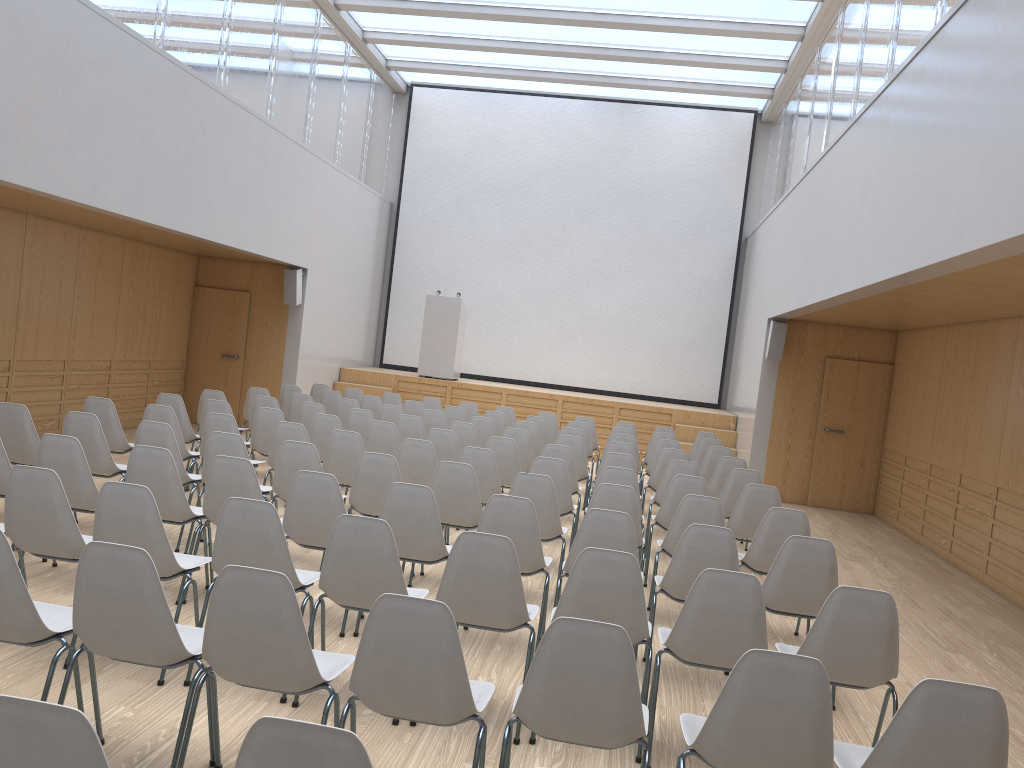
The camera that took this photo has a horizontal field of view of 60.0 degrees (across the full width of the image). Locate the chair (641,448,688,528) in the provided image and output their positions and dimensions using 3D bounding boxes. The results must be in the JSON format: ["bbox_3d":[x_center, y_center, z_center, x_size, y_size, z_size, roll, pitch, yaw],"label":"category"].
[{"bbox_3d":[1.547,1.053,8.804,0.479,0.876,0.505,7,2,8],"label":"chair"}]

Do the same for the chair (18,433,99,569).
[{"bbox_3d":[-2.553,0.714,5.248,0.479,0.876,0.505,7,2,8],"label":"chair"}]

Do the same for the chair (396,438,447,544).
[{"bbox_3d":[-0.738,0.854,7.082,0.479,0.876,0.505,7,2,8],"label":"chair"}]

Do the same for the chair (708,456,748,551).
[{"bbox_3d":[2.087,1.122,8.663,0.479,0.876,0.505,7,2,8],"label":"chair"}]

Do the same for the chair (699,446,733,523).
[{"bbox_3d":[2.207,1.095,9.696,0.479,0.876,0.505,7,2,8],"label":"chair"}]

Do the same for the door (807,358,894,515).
[{"bbox_3d":[4.544,0.703,11.897,0.873,2.025,0.108,7,2,8],"label":"door"}]

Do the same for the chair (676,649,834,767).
[{"bbox_3d":[0.767,1.199,2.809,0.479,0.876,0.505,7,2,8],"label":"chair"}]

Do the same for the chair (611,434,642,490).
[{"bbox_3d":[1.207,0.973,9.830,0.479,0.876,0.505,7,2,8],"label":"chair"}]

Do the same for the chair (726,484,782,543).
[{"bbox_3d":[1.818,1.166,6.751,0.479,0.876,0.505,7,2,8],"label":"chair"}]

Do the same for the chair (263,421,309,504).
[{"bbox_3d":[-1.753,0.730,7.228,0.479,0.876,0.505,7,2,8],"label":"chair"}]

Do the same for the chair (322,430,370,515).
[{"bbox_3d":[-1.293,0.789,7.097,0.479,0.876,0.505,7,2,8],"label":"chair"}]

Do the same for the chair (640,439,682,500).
[{"bbox_3d":[1.677,1.029,9.795,0.479,0.876,0.505,7,2,8],"label":"chair"}]

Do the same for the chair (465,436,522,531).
[{"bbox_3d":[-0.100,0.893,7.987,0.479,0.876,0.505,7,2,8],"label":"chair"}]

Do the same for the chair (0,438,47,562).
[{"bbox_3d":[-3.097,0.645,5.380,0.479,0.876,0.505,7,2,8],"label":"chair"}]

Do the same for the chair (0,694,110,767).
[{"bbox_3d":[-0.930,1.034,1.964,0.479,0.876,0.505,7,2,8],"label":"chair"}]

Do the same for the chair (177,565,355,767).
[{"bbox_3d":[-0.819,1.004,3.041,0.479,0.876,0.505,7,2,8],"label":"chair"}]

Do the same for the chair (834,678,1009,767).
[{"bbox_3d":[1.231,1.257,2.726,0.479,0.876,0.505,7,2,8],"label":"chair"}]

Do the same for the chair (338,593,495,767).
[{"bbox_3d":[-0.311,1.068,2.932,0.479,0.876,0.505,7,2,8],"label":"chair"}]

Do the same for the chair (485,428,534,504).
[{"bbox_3d":[0.029,0.868,9.007,0.479,0.876,0.505,7,2,8],"label":"chair"}]

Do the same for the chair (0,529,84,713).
[{"bbox_3d":[-1.793,0.885,3.189,0.479,0.876,0.505,7,2,8],"label":"chair"}]

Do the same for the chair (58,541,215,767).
[{"bbox_3d":[-1.291,0.946,3.132,0.479,0.876,0.505,7,2,8],"label":"chair"}]

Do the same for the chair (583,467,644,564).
[{"bbox_3d":[0.778,1.043,6.779,0.479,0.876,0.505,7,2,8],"label":"chair"}]

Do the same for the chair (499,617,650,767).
[{"bbox_3d":[0.217,1.131,2.902,0.479,0.876,0.505,7,2,8],"label":"chair"}]

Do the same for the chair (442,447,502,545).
[{"bbox_3d":[-0.271,0.912,7.001,0.479,0.876,0.505,7,2,8],"label":"chair"}]

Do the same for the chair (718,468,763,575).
[{"bbox_3d":[1.956,1.144,7.712,0.479,0.876,0.505,7,2,8],"label":"chair"}]

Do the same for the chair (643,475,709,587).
[{"bbox_3d":[1.297,1.104,6.792,0.479,0.876,0.505,7,2,8],"label":"chair"}]

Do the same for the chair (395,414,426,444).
[{"bbox_3d":[-1.029,0.740,9.100,0.479,0.876,0.505,7,2,8],"label":"chair"}]

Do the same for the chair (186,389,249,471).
[{"bbox_3d":[-3.075,0.491,9.352,0.479,0.876,0.505,7,2,8],"label":"chair"}]

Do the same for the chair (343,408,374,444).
[{"bbox_3d":[-1.530,0.680,9.146,0.479,0.876,0.505,7,2,8],"label":"chair"}]

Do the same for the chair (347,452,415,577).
[{"bbox_3d":[-0.882,0.879,6.034,0.479,0.876,0.505,7,2,8],"label":"chair"}]

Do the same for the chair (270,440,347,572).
[{"bbox_3d":[-1.426,0.811,6.147,0.479,0.876,0.505,7,2,8],"label":"chair"}]

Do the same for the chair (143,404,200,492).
[{"bbox_3d":[-2.832,0.598,7.362,0.479,0.876,0.505,7,2,8],"label":"chair"}]

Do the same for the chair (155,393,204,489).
[{"bbox_3d":[-3.161,0.518,8.424,0.479,0.876,0.505,7,2,8],"label":"chair"}]

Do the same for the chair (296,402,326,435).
[{"bbox_3d":[-2.041,0.616,9.255,0.479,0.876,0.505,7,2,8],"label":"chair"}]

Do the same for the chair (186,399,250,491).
[{"bbox_3d":[-2.695,0.576,8.334,0.479,0.876,0.505,7,2,8],"label":"chair"}]

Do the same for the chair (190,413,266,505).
[{"bbox_3d":[-2.316,0.662,7.275,0.479,0.876,0.505,7,2,8],"label":"chair"}]

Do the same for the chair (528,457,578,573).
[{"bbox_3d":[0.270,0.980,6.888,0.479,0.876,0.505,7,2,8],"label":"chair"}]

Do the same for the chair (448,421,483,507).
[{"bbox_3d":[-0.502,0.806,9.008,0.479,0.876,0.505,7,2,8],"label":"chair"}]

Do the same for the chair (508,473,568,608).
[{"bbox_3d":[0.130,1.002,5.920,0.479,0.876,0.505,7,2,8],"label":"chair"}]

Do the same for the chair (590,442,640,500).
[{"bbox_3d":[1.039,0.993,8.824,0.479,0.876,0.505,7,2,8],"label":"chair"}]

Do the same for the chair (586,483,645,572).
[{"bbox_3d":[0.648,1.064,5.870,0.479,0.876,0.505,7,2,8],"label":"chair"}]

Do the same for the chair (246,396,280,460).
[{"bbox_3d":[-2.531,0.555,9.339,0.479,0.876,0.505,7,2,8],"label":"chair"}]

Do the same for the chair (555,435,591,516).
[{"bbox_3d":[0.556,0.933,8.908,0.479,0.876,0.505,7,2,8],"label":"chair"}]

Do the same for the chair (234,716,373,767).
[{"bbox_3d":[-0.417,1.092,2.007,0.479,0.876,0.505,7,2,8],"label":"chair"}]

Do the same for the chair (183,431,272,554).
[{"bbox_3d":[-1.917,0.752,6.172,0.479,0.876,0.505,7,2,8],"label":"chair"}]

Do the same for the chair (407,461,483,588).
[{"bbox_3d":[-0.380,0.937,6.036,0.479,0.876,0.505,7,2,8],"label":"chair"}]

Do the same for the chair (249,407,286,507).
[{"bbox_3d":[-2.175,0.643,8.182,0.479,0.876,0.505,7,2,8],"label":"chair"}]

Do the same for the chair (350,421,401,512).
[{"bbox_3d":[-1.161,0.762,8.157,0.479,0.876,0.505,7,2,8],"label":"chair"}]

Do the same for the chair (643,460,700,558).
[{"bbox_3d":[1.448,1.081,7.799,0.479,0.876,0.505,7,2,8],"label":"chair"}]

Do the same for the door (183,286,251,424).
[{"bbox_3d":[-4.396,-0.389,13.091,0.873,2.025,0.108,7,2,8],"label":"door"}]

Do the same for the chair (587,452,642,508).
[{"bbox_3d":[0.909,1.018,7.812,0.479,0.876,0.505,7,2,8],"label":"chair"}]

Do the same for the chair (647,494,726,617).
[{"bbox_3d":[1.181,1.129,5.817,0.479,0.876,0.505,7,2,8],"label":"chair"}]

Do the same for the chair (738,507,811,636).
[{"bbox_3d":[1.676,1.191,5.692,0.479,0.876,0.505,7,2,8],"label":"chair"}]

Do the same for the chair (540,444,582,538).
[{"bbox_3d":[0.385,0.953,7.902,0.479,0.876,0.505,7,2,8],"label":"chair"}]

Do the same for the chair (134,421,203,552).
[{"bbox_3d":[-2.443,0.686,6.301,0.479,0.876,0.505,7,2,8],"label":"chair"}]

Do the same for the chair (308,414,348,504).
[{"bbox_3d":[-1.673,0.701,8.197,0.479,0.876,0.505,7,2,8],"label":"chair"}]

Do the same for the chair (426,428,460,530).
[{"bbox_3d":[-0.625,0.828,8.076,0.479,0.876,0.505,7,2,8],"label":"chair"}]
